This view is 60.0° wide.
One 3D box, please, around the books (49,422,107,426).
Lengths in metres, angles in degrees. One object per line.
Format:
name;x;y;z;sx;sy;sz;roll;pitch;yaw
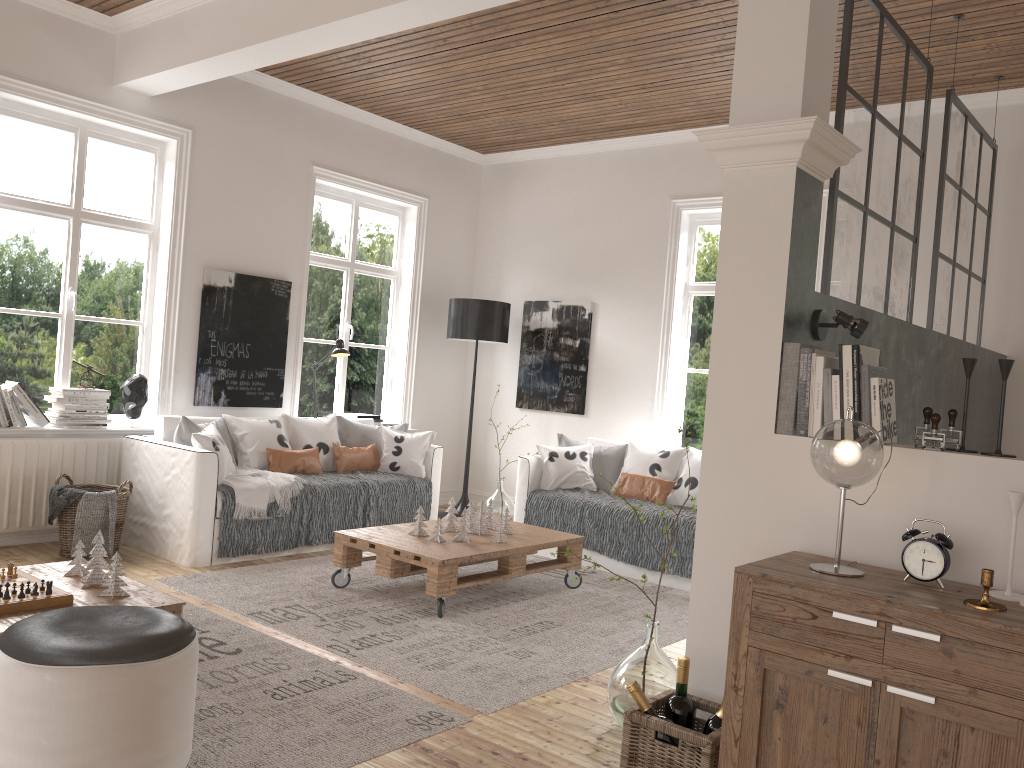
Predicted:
books;-2.610;0.238;5.330;0.159;0.012;0.285;5;1;39

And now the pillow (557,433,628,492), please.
pillow;0.559;0.582;6.223;0.541;0.431;0.282;5;1;13

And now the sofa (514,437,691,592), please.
sofa;1.026;0.823;5.770;1.960;0.776;0.866;5;1;39

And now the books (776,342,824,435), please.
books;0.880;0.017;2.702;0.050;0.271;0.200;5;1;39

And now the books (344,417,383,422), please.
books;-1.196;0.283;7.063;0.212;0.023;0.258;5;1;39

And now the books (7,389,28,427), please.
books;-2.844;0.134;5.045;0.161;0.213;0.118;5;1;39

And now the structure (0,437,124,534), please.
structure;-2.599;0.721;5.247;0.095;0.829;1.223;5;1;39

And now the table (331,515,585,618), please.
table;-0.274;0.968;4.845;0.821;0.300;1.189;5;1;39

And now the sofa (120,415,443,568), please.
sofa;-1.431;0.626;5.839;0.866;0.776;1.960;5;1;39

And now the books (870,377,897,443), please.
books;1.064;0.077;2.539;0.045;0.185;0.152;5;1;39

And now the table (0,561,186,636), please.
table;-1.830;0.867;2.906;0.821;0.300;1.189;5;1;39

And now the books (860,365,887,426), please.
books;1.045;0.059;2.556;0.047;0.219;0.171;5;1;39

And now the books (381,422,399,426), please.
books;-1.029;0.327;7.275;0.202;0.012;0.251;5;1;40

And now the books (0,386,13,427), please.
books;-2.887;0.121;4.993;0.152;0.232;0.104;5;1;39

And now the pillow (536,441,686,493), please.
pillow;0.654;0.593;6.038;1.020;0.414;0.417;5;1;21

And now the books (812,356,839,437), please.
books;0.950;0.041;2.649;0.031;0.236;0.200;5;1;39

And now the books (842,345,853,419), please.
books;1.017;0.029;2.596;0.054;0.272;0.200;5;1;39

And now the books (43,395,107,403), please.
books;-2.627;0.092;5.333;0.180;0.028;0.296;5;1;39

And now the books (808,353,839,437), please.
books;0.937;0.036;2.659;0.019;0.243;0.205;5;1;39

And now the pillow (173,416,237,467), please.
pillow;-1.875;0.398;5.380;0.282;0.431;0.541;5;1;13

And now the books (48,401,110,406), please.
books;-2.615;0.115;5.352;0.182;0.016;0.288;5;1;39

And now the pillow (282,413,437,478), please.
pillow;-1.081;0.444;6.185;1.081;0.450;0.403;4;1;-27

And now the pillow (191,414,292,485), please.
pillow;-1.690;0.412;5.475;0.417;0.414;1.020;5;1;21

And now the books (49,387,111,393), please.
books;-2.593;0.037;5.325;0.182;0.016;0.288;5;1;39

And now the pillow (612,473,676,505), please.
pillow;0.853;0.690;5.792;0.420;0.179;0.127;5;1;41

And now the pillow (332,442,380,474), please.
pillow;-1.065;0.518;6.125;0.117;0.235;0.414;5;1;39

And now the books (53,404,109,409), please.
books;-2.600;0.133;5.350;0.167;0.017;0.263;5;1;39

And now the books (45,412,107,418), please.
books;-2.627;0.185;5.344;0.182;0.016;0.288;5;1;39

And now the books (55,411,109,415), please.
books;-2.592;0.173;5.347;0.161;0.013;0.256;5;1;39

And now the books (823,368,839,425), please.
books;0.952;0.059;2.604;0.044;0.203;0.141;5;1;39

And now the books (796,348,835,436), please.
books;0.915;0.027;2.670;0.046;0.257;0.193;5;1;39

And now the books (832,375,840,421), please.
books;0.967;0.069;2.586;0.042;0.185;0.125;5;1;39

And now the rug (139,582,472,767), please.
rug;-1.786;1.022;2.790;2.254;0.003;2.474;5;1;39

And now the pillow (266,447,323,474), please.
pillow;-1.404;0.520;5.748;0.116;0.220;0.414;5;1;40

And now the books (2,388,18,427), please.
books;-2.872;0.129;5.019;0.161;0.218;0.101;5;1;39

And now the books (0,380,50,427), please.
books;-2.802;0.115;5.101;0.176;0.255;0.226;5;1;39

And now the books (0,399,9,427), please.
books;-2.905;0.118;4.967;0.172;0.235;0.112;5;1;39

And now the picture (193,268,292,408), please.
picture;-1.842;-0.295;6.106;0.041;0.908;0.680;5;1;39

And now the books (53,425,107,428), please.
books;-2.605;0.252;5.345;0.161;0.012;0.254;5;1;39

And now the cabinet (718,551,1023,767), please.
cabinet;1.212;0.897;1.959;1.432;0.750;0.408;5;1;39

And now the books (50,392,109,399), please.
books;-2.600;0.071;5.338;0.174;0.021;0.273;5;1;39

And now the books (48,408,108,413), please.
books;-2.611;0.160;5.335;0.159;0.012;0.285;5;1;39

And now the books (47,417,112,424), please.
books;-2.615;0.218;5.339;0.176;0.025;0.331;5;1;39

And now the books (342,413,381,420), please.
books;-1.197;0.258;7.053;0.190;0.028;0.239;5;1;41

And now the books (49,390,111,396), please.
books;-2.599;0.052;5.337;0.182;0.016;0.288;5;1;39

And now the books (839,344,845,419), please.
books;1.001;0.027;2.605;0.038;0.274;0.200;5;1;39

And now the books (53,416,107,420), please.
books;-2.605;0.201;5.348;0.161;0.013;0.254;5;1;39

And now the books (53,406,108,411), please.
books;-2.599;0.148;5.340;0.161;0.012;0.254;5;1;39

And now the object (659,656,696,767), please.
object;0.496;1.002;2.635;0.095;0.377;0.095;4;1;-15

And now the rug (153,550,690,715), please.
rug;-0.182;1.126;4.769;2.254;0.003;2.474;5;1;39

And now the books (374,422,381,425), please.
books;-1.196;0.306;7.051;0.191;0.023;0.242;5;1;37

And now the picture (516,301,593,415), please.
picture;0.342;-0.228;7.296;0.680;0.908;0.041;5;1;39

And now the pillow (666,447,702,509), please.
pillow;1.361;0.648;5.428;0.403;0.450;1.081;4;1;-27

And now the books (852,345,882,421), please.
books;1.036;0.030;2.582;0.048;0.274;0.210;5;1;39

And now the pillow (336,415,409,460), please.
pillow;-1.024;0.457;6.377;0.546;0.437;0.292;4;1;-18
